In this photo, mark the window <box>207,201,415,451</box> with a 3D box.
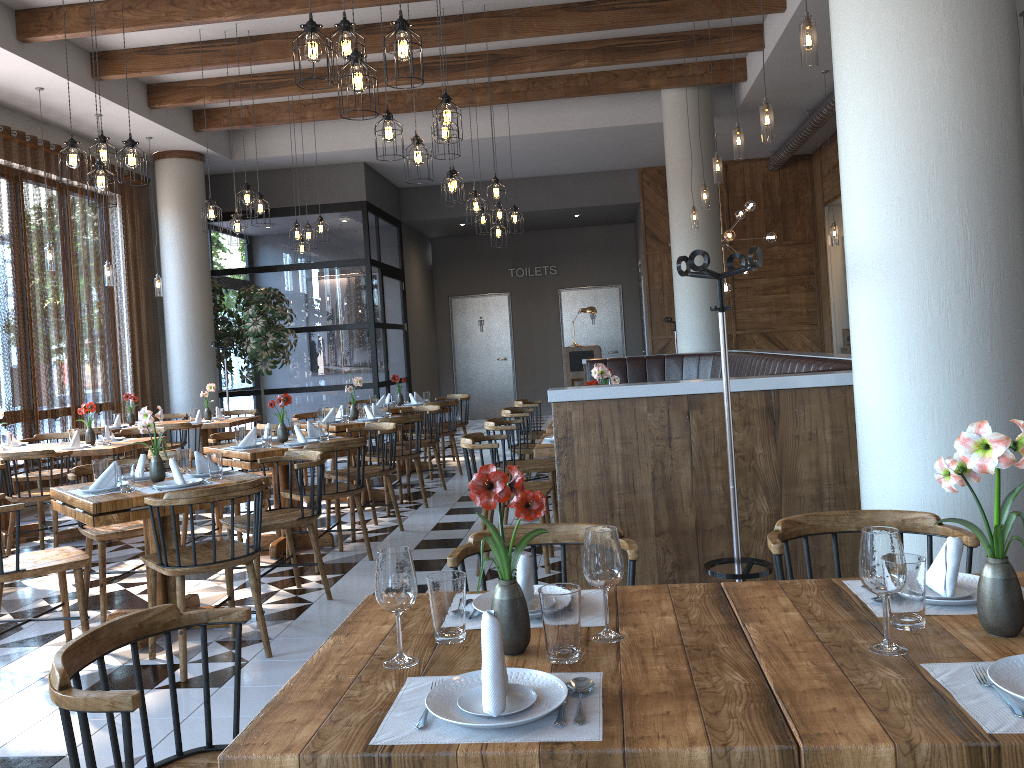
[{"bbox_3d":[-3.127,-0.781,13.658,2.726,3.549,2.187,-4,1,6],"label":"window"}]

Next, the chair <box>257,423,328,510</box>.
[{"bbox_3d":[-1.942,0.737,7.821,0.550,0.817,0.519,-4,1,-39],"label":"chair"}]

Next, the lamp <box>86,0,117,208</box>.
[{"bbox_3d":[-2.798,-2.222,5.916,0.175,2.071,0.175,-4,0,25],"label":"lamp"}]

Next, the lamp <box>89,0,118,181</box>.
[{"bbox_3d":[-2.886,-2.457,6.136,0.175,2.071,0.175,-4,0,25],"label":"lamp"}]

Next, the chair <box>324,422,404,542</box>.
[{"bbox_3d":[-1.133,0.729,6.785,0.550,0.817,0.519,-4,1,-39],"label":"chair"}]

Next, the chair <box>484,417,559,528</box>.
[{"bbox_3d":[0.094,0.660,6.546,0.549,0.817,0.520,-4,1,6],"label":"chair"}]

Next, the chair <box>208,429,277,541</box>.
[{"bbox_3d":[-2.038,0.783,6.878,0.520,0.817,0.549,-4,1,-39],"label":"chair"}]

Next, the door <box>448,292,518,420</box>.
[{"bbox_3d":[-0.551,-0.528,16.975,1.206,2.394,0.114,-4,0,6],"label":"door"}]

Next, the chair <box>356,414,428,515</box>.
[{"bbox_3d":[-1.036,0.683,7.728,0.520,0.817,0.549,-4,1,-39],"label":"chair"}]

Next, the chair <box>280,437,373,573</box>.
[{"bbox_3d":[-1.226,0.773,5.878,0.520,0.817,0.549,-4,1,-39],"label":"chair"}]

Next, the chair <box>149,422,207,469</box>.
[{"bbox_3d":[-3.293,0.782,8.804,0.519,0.817,0.550,-4,1,6],"label":"chair"}]

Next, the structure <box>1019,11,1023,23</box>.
[{"bbox_3d":[3.994,-2.812,6.720,0.033,0.199,2.731,-4,2,6],"label":"structure"}]

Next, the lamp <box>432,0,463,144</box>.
[{"bbox_3d":[-0.473,-2.592,5.689,0.175,2.071,0.175,-4,0,-23],"label":"lamp"}]

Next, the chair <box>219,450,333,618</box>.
[{"bbox_3d":[-1.316,0.816,4.994,0.550,0.817,0.519,-4,1,-39],"label":"chair"}]

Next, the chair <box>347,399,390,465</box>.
[{"bbox_3d":[-1.656,0.602,10.609,0.520,0.817,0.549,-4,1,-39],"label":"chair"}]

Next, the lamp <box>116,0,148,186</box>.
[{"bbox_3d":[-2.586,-2.366,5.898,0.175,2.071,0.175,-4,0,-8],"label":"lamp"}]

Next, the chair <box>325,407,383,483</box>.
[{"bbox_3d":[-1.749,0.646,9.702,0.550,0.817,0.519,-4,1,-39],"label":"chair"}]

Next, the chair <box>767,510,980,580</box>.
[{"bbox_3d":[0.964,0.784,2.282,0.519,0.817,0.550,-4,1,6],"label":"chair"}]

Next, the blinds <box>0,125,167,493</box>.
[{"bbox_3d":[-4.939,-0.675,7.695,0.160,3.580,7.272,-4,2,6],"label":"blinds"}]

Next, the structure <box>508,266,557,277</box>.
[{"bbox_3d":[0.393,-2.140,16.879,0.915,0.166,0.035,-3,0,6],"label":"structure"}]

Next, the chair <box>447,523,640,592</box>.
[{"bbox_3d":[0.103,0.835,2.371,0.519,0.817,0.550,-4,1,6],"label":"chair"}]

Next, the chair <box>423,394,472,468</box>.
[{"bbox_3d":[-0.758,0.547,10.539,0.550,0.817,0.519,-4,1,-39],"label":"chair"}]

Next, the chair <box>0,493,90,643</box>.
[{"bbox_3d":[-2.314,0.914,4.181,0.550,0.817,0.519,-4,1,-39],"label":"chair"}]

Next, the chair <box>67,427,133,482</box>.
[{"bbox_3d":[-4.131,0.832,8.891,0.519,0.817,0.550,-4,1,6],"label":"chair"}]

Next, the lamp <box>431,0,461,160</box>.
[{"bbox_3d":[-0.500,-2.543,5.895,0.175,2.071,0.175,-4,0,-35],"label":"lamp"}]

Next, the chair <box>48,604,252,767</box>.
[{"bbox_3d":[-0.593,0.904,1.788,0.549,0.817,0.520,-4,1,6],"label":"chair"}]

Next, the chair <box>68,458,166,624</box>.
[{"bbox_3d":[-2.221,0.870,5.087,0.520,0.817,0.549,-4,1,-39],"label":"chair"}]

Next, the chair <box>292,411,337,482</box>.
[{"bbox_3d":[-1.848,0.693,8.728,0.520,0.817,0.549,-4,1,-39],"label":"chair"}]

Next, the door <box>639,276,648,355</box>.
[{"bbox_3d":[2.309,-0.649,15.491,0.114,2.394,1.207,-4,0,6],"label":"door"}]

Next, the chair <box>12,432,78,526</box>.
[{"bbox_3d":[-4.217,0.874,8.045,0.519,0.817,0.550,-4,1,6],"label":"chair"}]

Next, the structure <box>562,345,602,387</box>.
[{"bbox_3d":[0.993,0.169,11.118,0.645,1.300,1.046,-4,1,6],"label":"structure"}]

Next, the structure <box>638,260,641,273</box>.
[{"bbox_3d":[2.231,-2.049,15.447,0.025,0.197,0.566,-4,2,6],"label":"structure"}]

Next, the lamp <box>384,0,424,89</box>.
[{"bbox_3d":[-0.559,-2.420,4.090,0.175,2.071,0.175,-4,0,-9],"label":"lamp"}]

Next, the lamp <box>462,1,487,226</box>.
[{"bbox_3d":[-0.379,-2.461,7.925,0.175,2.071,0.175,-4,0,-11],"label":"lamp"}]

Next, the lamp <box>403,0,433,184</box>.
[{"bbox_3d":[-0.670,-2.352,5.780,0.175,2.071,0.175,-4,0,-23],"label":"lamp"}]

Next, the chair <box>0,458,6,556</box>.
[{"bbox_3d":[-3.603,0.930,5.768,0.519,0.817,0.550,-4,1,6],"label":"chair"}]

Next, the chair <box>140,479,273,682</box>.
[{"bbox_3d":[-1.409,0.860,4.087,0.520,0.817,0.549,-4,1,-39],"label":"chair"}]

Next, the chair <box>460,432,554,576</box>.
[{"bbox_3d":[-0.018,0.713,5.450,0.549,0.817,0.520,-4,1,6],"label":"chair"}]

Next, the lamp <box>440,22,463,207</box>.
[{"bbox_3d":[-0.593,-2.619,7.853,0.175,2.071,0.175,-4,0,-22],"label":"lamp"}]

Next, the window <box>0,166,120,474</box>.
[{"bbox_3d":[-4.600,-0.444,3.193,4.495,3.164,15.128,-4,2,-17],"label":"window"}]

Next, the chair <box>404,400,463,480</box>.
[{"bbox_3d":[-0.844,0.592,9.609,0.520,0.817,0.549,-4,1,-39],"label":"chair"}]

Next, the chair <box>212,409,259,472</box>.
[{"bbox_3d":[-3.160,0.719,10.103,0.519,0.817,0.550,-4,1,6],"label":"chair"}]

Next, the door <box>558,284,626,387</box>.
[{"bbox_3d":[1.547,-0.653,16.759,1.206,2.394,0.114,-4,0,6],"label":"door"}]

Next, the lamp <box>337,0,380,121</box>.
[{"bbox_3d":[-0.772,-2.276,4.104,0.175,2.071,0.175,-4,0,24],"label":"lamp"}]

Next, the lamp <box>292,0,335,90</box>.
[{"bbox_3d":[-0.990,-2.438,4.160,0.175,2.071,0.175,-4,0,13],"label":"lamp"}]

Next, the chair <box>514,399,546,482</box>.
[{"bbox_3d":[0.318,0.554,8.739,0.549,0.817,0.520,-4,1,6],"label":"chair"}]

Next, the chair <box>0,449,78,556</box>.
[{"bbox_3d":[-3.513,0.887,6.660,0.519,0.817,0.550,-4,1,6],"label":"chair"}]

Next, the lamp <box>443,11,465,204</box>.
[{"bbox_3d":[-0.581,-2.685,8.061,0.175,2.071,0.175,-4,0,-11],"label":"lamp"}]

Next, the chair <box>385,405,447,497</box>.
[{"bbox_3d":[-0.943,0.639,8.635,0.550,0.817,0.519,-4,1,-39],"label":"chair"}]

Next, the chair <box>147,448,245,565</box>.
[{"bbox_3d":[-2.131,0.827,5.971,0.550,0.817,0.519,-4,1,-39],"label":"chair"}]

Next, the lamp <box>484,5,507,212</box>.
[{"bbox_3d":[-0.198,-2.609,8.039,0.175,2.071,0.175,-4,0,-44],"label":"lamp"}]

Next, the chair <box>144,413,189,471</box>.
[{"bbox_3d":[-3.997,0.769,10.189,0.519,0.817,0.550,-4,1,6],"label":"chair"}]

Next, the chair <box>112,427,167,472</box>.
[{"bbox_3d":[-3.379,0.823,7.959,0.519,0.817,0.550,-4,1,6],"label":"chair"}]

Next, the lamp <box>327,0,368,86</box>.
[{"bbox_3d":[-0.863,-2.510,4.323,0.175,2.071,0.175,-4,0,24],"label":"lamp"}]

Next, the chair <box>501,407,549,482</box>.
[{"bbox_3d":[0.206,0.607,7.642,0.549,0.817,0.520,-4,1,6],"label":"chair"}]

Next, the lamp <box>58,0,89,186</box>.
[{"bbox_3d":[-3.016,-2.385,5.976,0.175,2.071,0.175,-4,0,14],"label":"lamp"}]

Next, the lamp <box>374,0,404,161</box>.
[{"bbox_3d":[-0.839,-2.466,5.627,0.175,2.071,0.175,-4,0,33],"label":"lamp"}]
